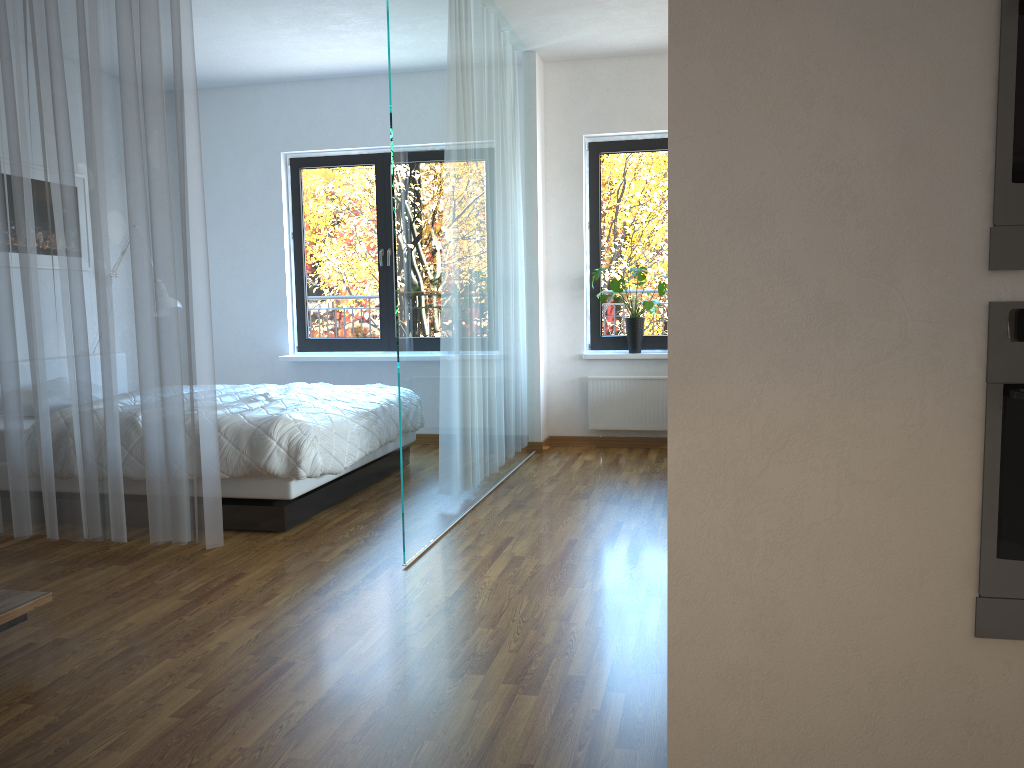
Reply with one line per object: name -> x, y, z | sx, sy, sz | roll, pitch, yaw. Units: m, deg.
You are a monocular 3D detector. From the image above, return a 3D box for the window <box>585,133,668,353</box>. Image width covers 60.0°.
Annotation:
window -> -1.497, -0.007, 20.258 | 13.975, 18.398, 24.342 | 1, 6, 18

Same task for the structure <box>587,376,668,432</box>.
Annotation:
structure -> 0.959, 0.169, 6.448 | 0.817, 0.460, 0.076 | 0, 6, 10

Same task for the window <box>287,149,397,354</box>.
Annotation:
window -> -1.000, -1.020, 6.903 | 1.561, 1.590, 0.119 | 0, 6, 12

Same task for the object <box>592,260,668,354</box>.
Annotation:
object -> 0.900, -0.550, 6.336 | 0.657, 0.676, 0.447 | -1, 6, 3

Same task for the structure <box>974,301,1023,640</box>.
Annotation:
structure -> 0.920, 0.123, 1.125 | 0.585, 0.463, 0.052 | 0, 6, 12

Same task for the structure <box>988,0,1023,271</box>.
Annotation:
structure -> 0.911, -0.378, 1.073 | 0.585, 0.463, 0.052 | 0, 6, 12

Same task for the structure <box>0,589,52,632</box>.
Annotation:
structure -> -1.842, -0.947, 1.602 | 4.582, 4.137, 2.681 | 0, 6, 12

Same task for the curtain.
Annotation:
curtain -> -2.129, -0.673, 3.845 | 1.808, 2.737, 0.154 | 0, 6, 14

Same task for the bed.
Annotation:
bed -> -1.926, 0.238, 5.267 | 2.441, 0.764, 2.162 | 0, 5, 12
